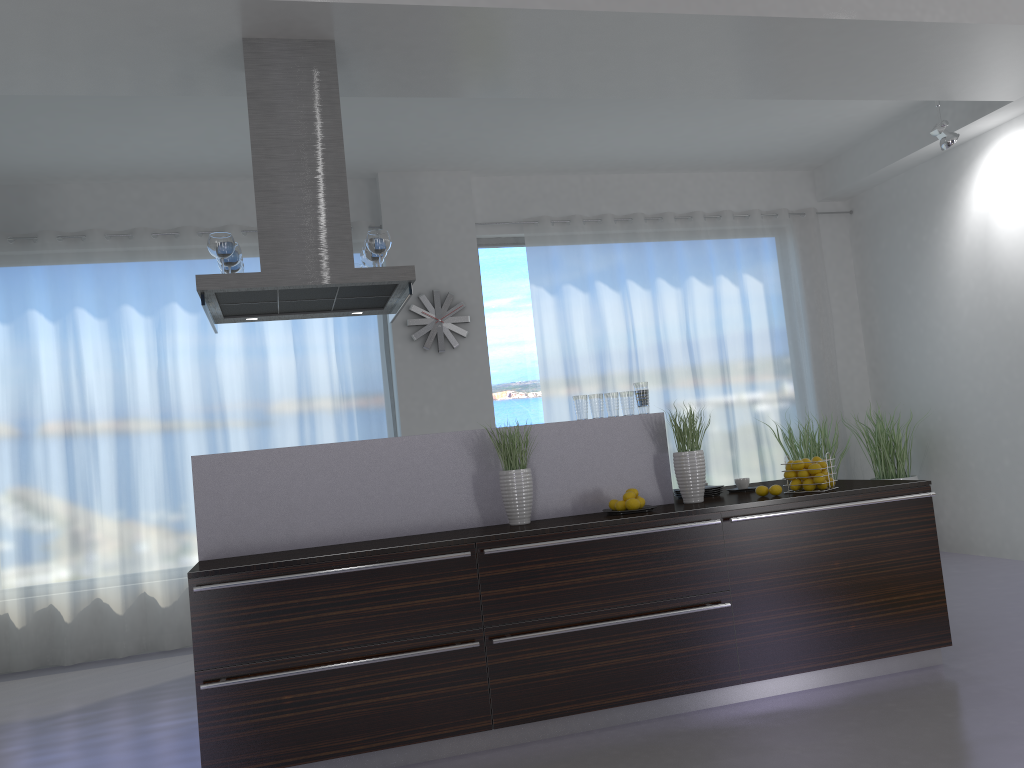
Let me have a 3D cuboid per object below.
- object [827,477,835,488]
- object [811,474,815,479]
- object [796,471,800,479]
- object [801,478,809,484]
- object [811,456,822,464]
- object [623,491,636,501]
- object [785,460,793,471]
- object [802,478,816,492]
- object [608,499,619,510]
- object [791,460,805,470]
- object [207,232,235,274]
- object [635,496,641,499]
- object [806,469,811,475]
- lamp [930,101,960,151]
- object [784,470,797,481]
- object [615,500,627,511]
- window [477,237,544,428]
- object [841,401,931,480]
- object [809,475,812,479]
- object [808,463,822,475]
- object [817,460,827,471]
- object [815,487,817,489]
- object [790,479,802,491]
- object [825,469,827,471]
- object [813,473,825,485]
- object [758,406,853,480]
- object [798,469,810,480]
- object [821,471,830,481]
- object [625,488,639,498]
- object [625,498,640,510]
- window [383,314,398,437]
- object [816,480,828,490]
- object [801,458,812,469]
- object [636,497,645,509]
[{"bbox_3d":[1.517,0.471,4.239,0.053,0.052,0.062,-8,-5,24],"label":"object"},{"bbox_3d":[1.448,0.436,4.210,0.051,0.053,0.062,-5,-4,-7],"label":"object"},{"bbox_3d":[1.380,0.429,4.250,0.064,0.053,0.051,-5,-5,-12],"label":"object"},{"bbox_3d":[1.409,0.474,4.224,0.057,0.060,0.052,-5,-5,-9],"label":"object"},{"bbox_3d":[1.472,0.378,4.274,0.050,0.060,0.059,-5,-5,-15],"label":"object"},{"bbox_3d":[0.533,0.513,4.036,0.061,0.047,0.053,-5,-5,-12],"label":"object"},{"bbox_3d":[1.340,0.396,4.254,0.052,0.060,0.057,-4,-5,-27],"label":"object"},{"bbox_3d":[1.401,0.477,4.181,0.064,0.063,0.074,-6,-4,5],"label":"object"},{"bbox_3d":[0.474,0.556,4.074,0.061,0.054,0.052,-9,-5,32],"label":"object"},{"bbox_3d":[1.356,0.386,4.204,0.063,0.051,0.053,-9,-5,32],"label":"object"},{"bbox_3d":[-1.348,-0.586,4.125,0.125,0.221,0.125,-7,-5,10],"label":"object"},{"bbox_3d":[0.580,0.544,4.098,0.051,0.053,0.063,-8,-5,25],"label":"object"},{"bbox_3d":[1.437,0.412,4.268,0.055,0.051,0.061,-4,-5,-20],"label":"object"},{"bbox_3d":[3.041,-1.904,6.270,0.185,0.511,0.150,-5,-5,-15],"label":"lamp"},{"bbox_3d":[1.328,0.435,4.228,0.063,0.051,0.053,-10,-6,44],"label":"object"},{"bbox_3d":[0.496,0.554,4.022,0.063,0.051,0.053,-5,-5,-11],"label":"object"},{"bbox_3d":[1.200,-0.093,7.790,3.000,2.500,0.100,-5,-5,-15],"label":"window"},{"bbox_3d":[3.133,0.777,7.440,0.656,1.334,0.713,-3,-5,-30],"label":"object"},{"bbox_3d":[1.446,0.461,4.297,0.052,0.053,0.062,-8,-5,22],"label":"object"},{"bbox_3d":[1.424,0.400,4.171,0.061,0.052,0.053,-6,-4,-2],"label":"object"},{"bbox_3d":[1.469,0.387,4.207,0.051,0.053,0.063,-6,-4,-2],"label":"object"},{"bbox_3d":[1.461,0.480,4.254,0.050,0.055,0.061,-8,-5,31],"label":"object"},{"bbox_3d":[1.348,0.479,4.212,0.060,0.057,0.052,-5,-5,-13],"label":"object"},{"bbox_3d":[1.490,0.425,4.255,0.053,0.054,0.061,-8,-5,31],"label":"object"},{"bbox_3d":[1.435,0.443,4.141,0.061,0.054,0.052,-2,-6,-38],"label":"object"},{"bbox_3d":[2.505,0.825,7.239,0.713,1.334,0.656,-5,-5,-15],"label":"object"},{"bbox_3d":[1.380,0.428,4.194,0.062,0.053,0.052,-2,-6,-43],"label":"object"},{"bbox_3d":[1.476,0.436,4.197,0.061,0.055,0.051,-3,-5,-36],"label":"object"},{"bbox_3d":[0.553,0.504,4.085,0.063,0.048,0.053,-10,-6,41],"label":"object"},{"bbox_3d":[0.543,0.542,3.987,0.070,0.058,0.060,-4,-5,-16],"label":"object"},{"bbox_3d":[-2.412,0.196,6.826,3.000,2.500,0.100,-5,-5,-15],"label":"window"},{"bbox_3d":[1.459,0.472,4.174,0.051,0.053,0.063,-5,-4,-7],"label":"object"},{"bbox_3d":[1.405,0.381,4.238,0.051,0.053,0.063,-5,-5,-13],"label":"object"},{"bbox_3d":[0.579,0.544,4.040,0.061,0.054,0.052,-2,-6,-38],"label":"object"}]
